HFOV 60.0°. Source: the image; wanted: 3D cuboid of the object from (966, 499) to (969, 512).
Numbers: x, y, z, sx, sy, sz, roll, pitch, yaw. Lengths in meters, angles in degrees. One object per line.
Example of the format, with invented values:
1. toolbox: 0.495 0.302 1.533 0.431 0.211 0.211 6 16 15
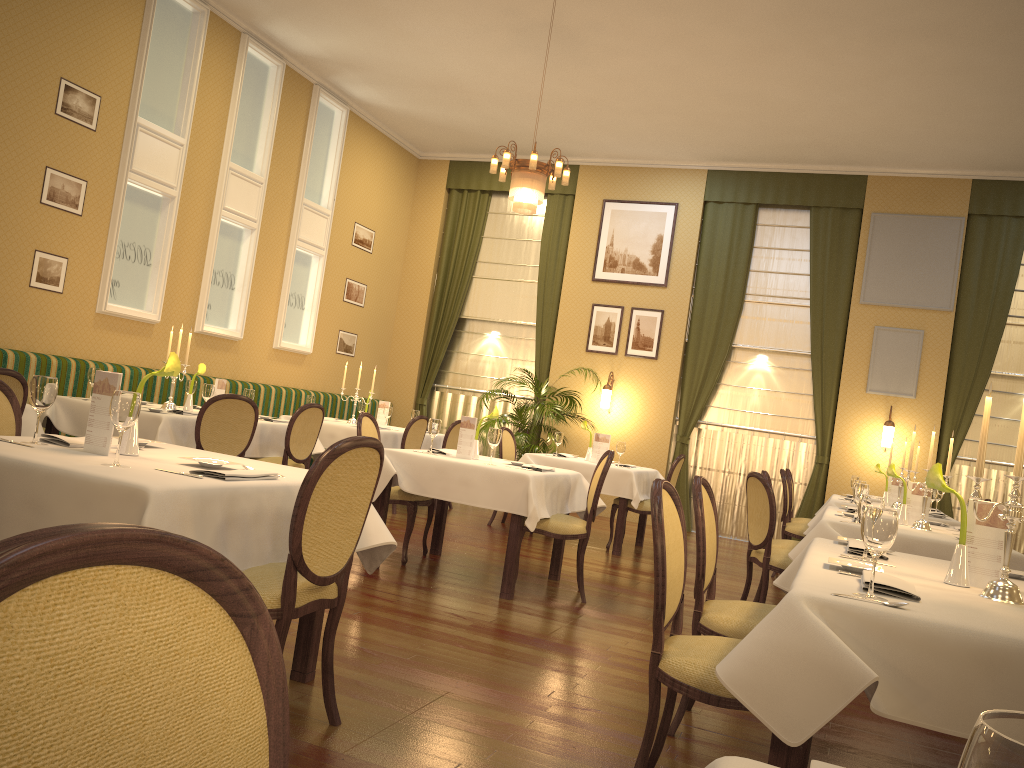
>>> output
1. object: 2.719 0.796 5.238 0.088 0.229 0.088 9 -2 -27

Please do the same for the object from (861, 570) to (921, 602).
1. object: 1.041 0.556 2.446 0.142 0.033 0.273 8 -2 21

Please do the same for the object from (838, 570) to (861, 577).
1. object: 1.064 0.574 2.624 0.185 0.010 0.017 8 -2 22

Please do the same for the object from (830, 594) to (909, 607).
1. object: 0.879 0.529 2.183 0.181 0.015 0.038 8 -2 23

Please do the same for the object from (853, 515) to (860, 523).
1. object: 2.091 0.806 5.234 0.142 0.033 0.273 8 -2 21

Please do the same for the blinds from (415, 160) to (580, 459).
1. blinds: -0.270 -0.828 11.796 1.934 4.537 0.225 8 -2 20

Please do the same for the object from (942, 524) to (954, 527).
1. object: 3.065 0.987 6.139 0.181 0.015 0.038 8 -2 23

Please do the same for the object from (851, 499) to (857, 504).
1. object: 3.031 1.030 7.728 0.142 0.033 0.273 8 -2 21

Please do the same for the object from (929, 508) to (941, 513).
1. object: 3.979 1.196 8.410 0.142 0.024 0.273 8 -2 21

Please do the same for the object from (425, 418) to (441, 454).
1. object: -0.518 0.342 5.817 0.088 0.229 0.088 9 -2 -27

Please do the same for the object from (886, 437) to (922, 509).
1. object: 3.473 0.787 7.892 0.390 0.655 0.131 9 -2 -13

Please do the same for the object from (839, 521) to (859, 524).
1. object: 1.929 0.780 4.971 0.181 0.015 0.038 8 -2 23

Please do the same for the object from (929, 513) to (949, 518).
1. object: 3.480 1.082 7.247 0.160 0.024 0.160 8 -2 21

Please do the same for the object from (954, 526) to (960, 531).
1. object: 3.039 0.972 5.916 0.142 0.024 0.273 8 -2 21

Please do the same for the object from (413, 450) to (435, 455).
1. object: -0.556 0.444 5.732 0.185 0.010 0.017 8 -2 22

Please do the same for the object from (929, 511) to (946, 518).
1. object: 3.598 1.106 7.544 0.142 0.033 0.273 8 -2 21

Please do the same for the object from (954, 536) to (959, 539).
1. object: 2.550 0.869 4.916 0.181 0.015 0.038 8 -2 23

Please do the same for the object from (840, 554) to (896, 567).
1. object: 1.241 0.616 3.095 0.185 0.010 0.017 8 -2 22

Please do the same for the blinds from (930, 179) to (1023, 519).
1. blinds: 5.670 -0.039 9.476 1.876 4.537 0.129 8 -2 21

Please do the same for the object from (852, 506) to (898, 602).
1. object: 0.930 0.431 2.267 0.088 0.229 0.088 9 -2 -21

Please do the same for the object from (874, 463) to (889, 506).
1. object: 3.387 0.920 8.113 0.163 0.375 0.076 7 -3 43

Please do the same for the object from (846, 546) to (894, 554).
1. object: 1.419 0.655 3.513 0.181 0.015 0.038 8 -2 23

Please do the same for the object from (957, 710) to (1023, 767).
1. object: 0.218 0.261 0.364 0.088 0.229 0.088 9 -2 -21

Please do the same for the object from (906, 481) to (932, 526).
1. object: 2.590 0.768 5.611 0.166 0.277 0.081 9 -2 -7

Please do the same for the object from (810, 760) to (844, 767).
1. object: 0.352 0.401 0.810 0.160 0.024 0.160 8 -2 21

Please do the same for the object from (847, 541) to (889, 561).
1. object: 1.347 0.632 3.363 0.142 0.033 0.273 8 -2 21

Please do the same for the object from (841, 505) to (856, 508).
1. object: 2.464 0.904 6.414 0.160 0.024 0.160 8 -2 21

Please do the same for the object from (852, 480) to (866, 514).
1. object: 2.330 0.764 5.968 0.088 0.229 0.088 9 -2 -21

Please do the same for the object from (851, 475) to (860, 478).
1. object: 3.270 0.988 8.462 0.088 0.229 0.088 9 -2 -21

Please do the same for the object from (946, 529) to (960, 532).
1. object: 2.881 0.946 5.685 0.185 0.010 0.017 8 -2 21

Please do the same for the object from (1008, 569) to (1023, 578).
1. object: 1.851 0.706 3.294 0.160 0.024 0.160 8 -2 21

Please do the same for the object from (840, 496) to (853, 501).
1. object: 3.057 1.047 8.040 0.160 0.024 0.160 8 -2 21

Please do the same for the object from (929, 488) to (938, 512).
1. object: 3.658 1.020 7.732 0.088 0.229 0.088 9 -2 -21

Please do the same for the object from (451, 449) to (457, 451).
1. object: -0.384 0.482 6.263 0.160 0.024 0.160 8 -2 21

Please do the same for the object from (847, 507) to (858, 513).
1. object: 2.398 0.883 6.152 0.142 0.033 0.273 8 -2 21

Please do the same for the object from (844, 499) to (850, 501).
1. object: 3.055 1.048 7.907 0.185 0.010 0.017 8 -2 22

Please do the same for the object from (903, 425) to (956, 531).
1. object: 2.533 0.563 5.399 0.390 0.655 0.131 10 -2 -35

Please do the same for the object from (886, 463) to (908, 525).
1. object: 2.448 0.696 5.619 0.163 0.375 0.076 7 -3 43

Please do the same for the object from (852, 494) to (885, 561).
1. object: 1.279 0.514 3.179 0.088 0.229 0.088 9 -2 -21

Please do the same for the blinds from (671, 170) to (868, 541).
1. blinds: 2.971 -0.398 10.525 1.878 4.537 0.129 8 -2 21

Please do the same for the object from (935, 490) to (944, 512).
1. object: 3.905 1.070 8.141 0.088 0.229 0.088 9 -2 -21

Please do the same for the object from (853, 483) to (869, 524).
1. object: 1.981 0.682 5.055 0.088 0.229 0.088 9 -2 -21

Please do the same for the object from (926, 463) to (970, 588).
1. object: 1.397 0.446 2.831 0.163 0.375 0.076 7 -3 43

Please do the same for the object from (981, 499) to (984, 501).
1. object: 3.000 0.855 5.738 0.088 0.229 0.088 9 -2 -21

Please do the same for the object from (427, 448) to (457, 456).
1. object: -0.450 0.460 6.001 0.142 0.033 0.273 8 -2 21

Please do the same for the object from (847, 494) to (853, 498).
1. object: 3.338 1.107 8.646 0.142 0.033 0.273 8 -2 21

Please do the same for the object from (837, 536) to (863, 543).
1. object: 1.413 0.654 3.625 0.160 0.024 0.160 8 -2 21

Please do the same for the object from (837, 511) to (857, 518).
1. object: 2.118 0.823 5.547 0.160 0.024 0.160 8 -2 21

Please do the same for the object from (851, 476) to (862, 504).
1. object: 2.921 0.906 7.549 0.088 0.229 0.088 9 -2 -21

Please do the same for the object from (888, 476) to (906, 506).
1. object: 3.530 0.992 8.104 0.166 0.277 0.081 9 -2 -7

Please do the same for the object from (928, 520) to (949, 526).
1. object: 2.902 0.957 6.082 0.160 0.024 0.160 8 -2 21

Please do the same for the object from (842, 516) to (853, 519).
1. object: 2.115 0.824 5.413 0.185 0.010 0.017 8 -2 22

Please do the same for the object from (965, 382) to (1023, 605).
1. object: 1.482 0.313 2.610 0.390 0.655 0.131 10 -2 -35

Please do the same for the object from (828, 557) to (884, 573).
1. object: 1.067 0.573 2.758 0.160 0.024 0.160 8 -2 21

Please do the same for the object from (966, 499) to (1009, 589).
1. object: 1.539 0.518 2.822 0.166 0.277 0.081 9 -2 -7
